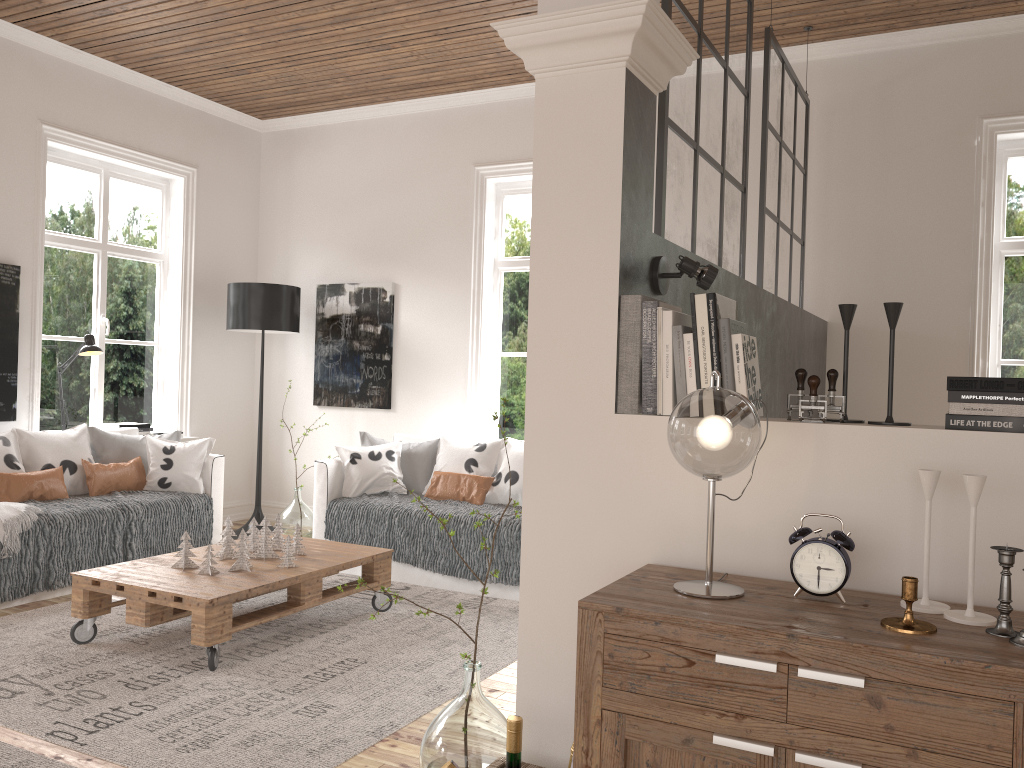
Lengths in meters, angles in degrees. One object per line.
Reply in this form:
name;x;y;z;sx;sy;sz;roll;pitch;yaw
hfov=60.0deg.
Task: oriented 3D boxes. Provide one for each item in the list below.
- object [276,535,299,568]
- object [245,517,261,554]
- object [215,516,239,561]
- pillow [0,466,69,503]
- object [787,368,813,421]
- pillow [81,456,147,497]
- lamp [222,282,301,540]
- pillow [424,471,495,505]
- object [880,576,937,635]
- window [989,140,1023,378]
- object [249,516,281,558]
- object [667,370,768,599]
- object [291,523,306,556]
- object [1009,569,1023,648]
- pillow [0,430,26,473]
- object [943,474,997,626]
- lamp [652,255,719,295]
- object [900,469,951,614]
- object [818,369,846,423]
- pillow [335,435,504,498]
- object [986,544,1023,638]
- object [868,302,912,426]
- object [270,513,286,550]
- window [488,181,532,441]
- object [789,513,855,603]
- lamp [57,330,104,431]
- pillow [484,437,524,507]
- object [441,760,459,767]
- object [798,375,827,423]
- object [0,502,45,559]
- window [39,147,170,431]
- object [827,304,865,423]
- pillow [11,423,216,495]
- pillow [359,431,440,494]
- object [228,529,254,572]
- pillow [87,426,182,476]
object;-0.978;0.728;3.875;0.072;0.142;0.073;2;0;35
object;-1.218;0.708;4.185;0.095;0.164;0.090;2;0;34
object;-1.289;0.693;4.027;0.112;0.193;0.106;2;0;-35
pillow;-2.517;0.552;4.637;0.116;0.220;0.414;2;0;28
object;0.638;0.024;1.961;0.058;0.117;0.032;2;0;1
pillow;-2.263;0.533;5.075;0.117;0.235;0.414;2;0;27
lamp;-1.776;0.187;6.272;0.499;1.754;0.499;2;0;24
pillow;-0.311;0.608;5.143;0.420;0.179;0.127;2;0;29
object;0.676;0.372;1.508;0.088;0.085;0.088;2;0;32
window;3.047;-0.356;4.538;1.055;1.872;0.120;2;0;27
object;-1.123;0.697;4.040;0.107;0.195;0.113;2;0;34
object;0.451;0.505;1.808;0.180;1.062;0.395;2;0;42
object;-1.004;0.724;4.149;0.075;0.147;0.075;2;0;-31
object;0.839;0.340;1.426;0.066;0.160;0.066;2;0;-13
pillow;-2.747;0.458;4.311;0.417;0.414;1.020;2;0;9
object;0.816;0.290;1.571;0.084;0.256;0.084;2;0;5
lamp;0.447;-0.277;2.252;0.156;0.101;0.101;2;0;27
object;0.771;0.288;1.647;0.084;0.256;0.084;2;0;5
object;0.691;0.026;1.914;0.058;0.117;0.032;2;0;38
pillow;-0.561;0.521;5.343;1.020;0.414;0.417;2;0;9
object;0.827;0.342;1.486;0.055;0.153;0.055;2;0;-13
object;0.805;-0.042;1.881;0.085;0.259;0.085;2;0;-22
object;-1.121;0.705;4.251;0.090;0.176;0.090;2;0;-11
window;0.324;-0.447;5.942;1.055;1.872;0.120;2;0;27
object;0.587;0.329;1.686;0.120;0.165;0.050;2;0;27
lamp;-2.701;0.020;5.506;0.439;0.703;0.196;2;0;27
pillow;0.258;0.541;4.891;0.403;0.450;1.081;2;0;-39
object;-0.016;0.963;1.855;0.284;0.332;0.095;2;0;6
object;0.641;0.032;1.886;0.058;0.102;0.032;2;0;22
object;-2.626;0.670;4.272;0.729;0.255;0.588;2;0;31
window;-2.727;-0.542;5.922;0.120;1.872;1.055;2;0;27
object;0.734;-0.045;1.950;0.085;0.259;0.085;2;0;-22
pillow;-2.295;0.460;5.130;1.081;0.450;0.403;2;0;-39
pillow;-0.693;0.516;5.504;0.541;0.431;0.282;2;0;1
object;-1.158;0.705;3.797;0.097;0.178;0.103;2;0;-10
pillow;-2.277;0.470;5.330;0.546;0.437;0.292;2;0;-29
